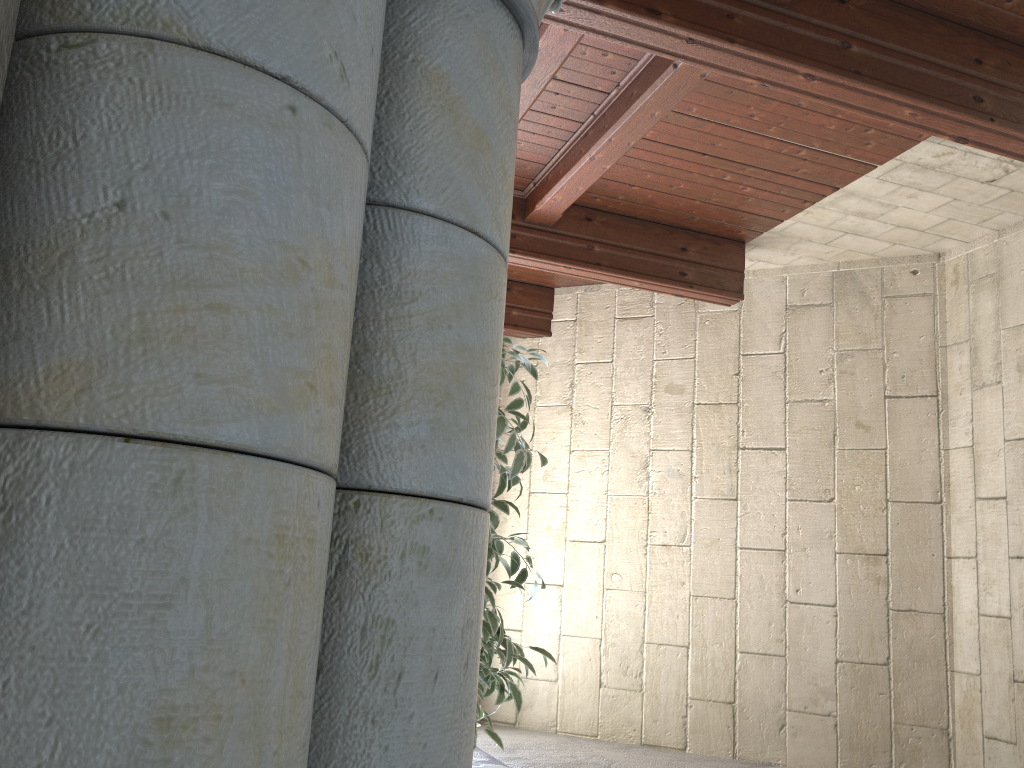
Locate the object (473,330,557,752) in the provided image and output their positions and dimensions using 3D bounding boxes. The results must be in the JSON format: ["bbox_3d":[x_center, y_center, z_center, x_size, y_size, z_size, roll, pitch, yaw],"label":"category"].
[{"bbox_3d":[-0.307,0.634,2.043,0.786,1.604,0.758,2,-11,12],"label":"object"}]
